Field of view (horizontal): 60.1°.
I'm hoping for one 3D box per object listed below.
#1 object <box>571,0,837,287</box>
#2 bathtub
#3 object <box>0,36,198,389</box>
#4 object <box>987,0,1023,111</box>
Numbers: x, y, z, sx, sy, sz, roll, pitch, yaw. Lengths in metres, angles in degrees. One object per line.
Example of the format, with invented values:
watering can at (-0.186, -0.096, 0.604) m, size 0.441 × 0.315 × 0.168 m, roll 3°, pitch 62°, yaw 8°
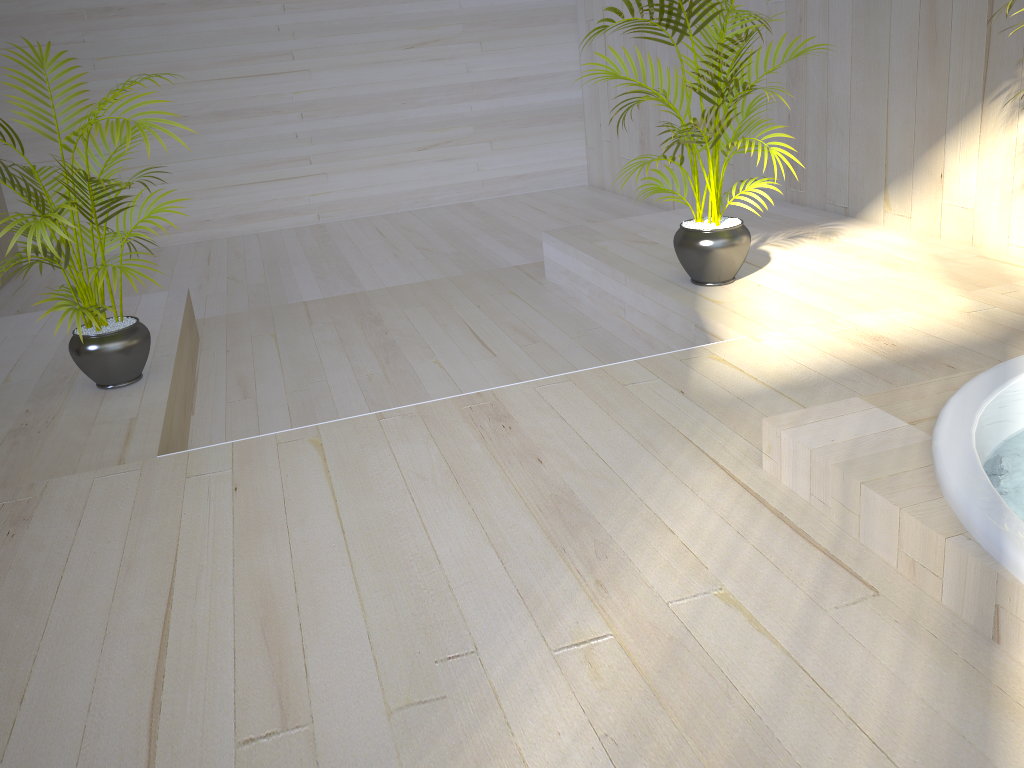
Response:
object at (0.704, -1.021, 3.315) m, size 1.071 × 1.321 × 0.884 m, roll -15°, pitch 21°, yaw -25°
bathtub at (1.680, 0.236, 1.499) m, size 1.826 × 0.686 × 1.673 m, roll -11°, pitch 21°, yaw -14°
object at (-1.364, -0.550, 2.881) m, size 0.916 × 1.136 × 0.764 m, roll 0°, pitch 20°, yaw 17°
object at (1.717, -1.000, 2.452) m, size 0.786 × 1.725 × 0.953 m, roll -3°, pitch 19°, yaw 9°
